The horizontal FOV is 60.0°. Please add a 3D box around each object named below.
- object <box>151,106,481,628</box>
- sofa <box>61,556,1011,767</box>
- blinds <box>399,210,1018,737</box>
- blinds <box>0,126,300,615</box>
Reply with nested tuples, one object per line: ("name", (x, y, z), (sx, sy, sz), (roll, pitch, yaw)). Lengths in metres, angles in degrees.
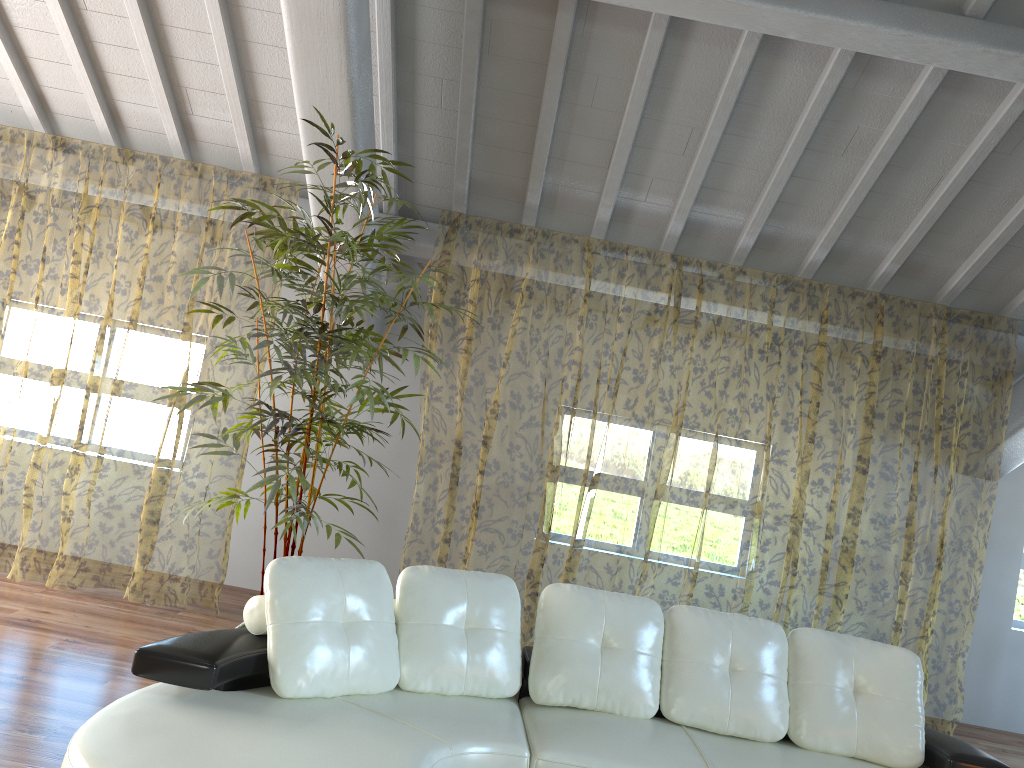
("object", (-0.903, 0.131, 3.968), (1.399, 2.473, 1.177), (9, -4, 25))
("sofa", (0.216, 1.135, 2.950), (3.047, 0.805, 1.359), (12, -4, -21))
("blinds", (1.068, 0.549, 5.160), (3.505, 2.546, 0.306), (11, -4, 0))
("blinds", (-3.163, -0.254, 5.130), (3.505, 2.546, 0.306), (11, -4, 0))
